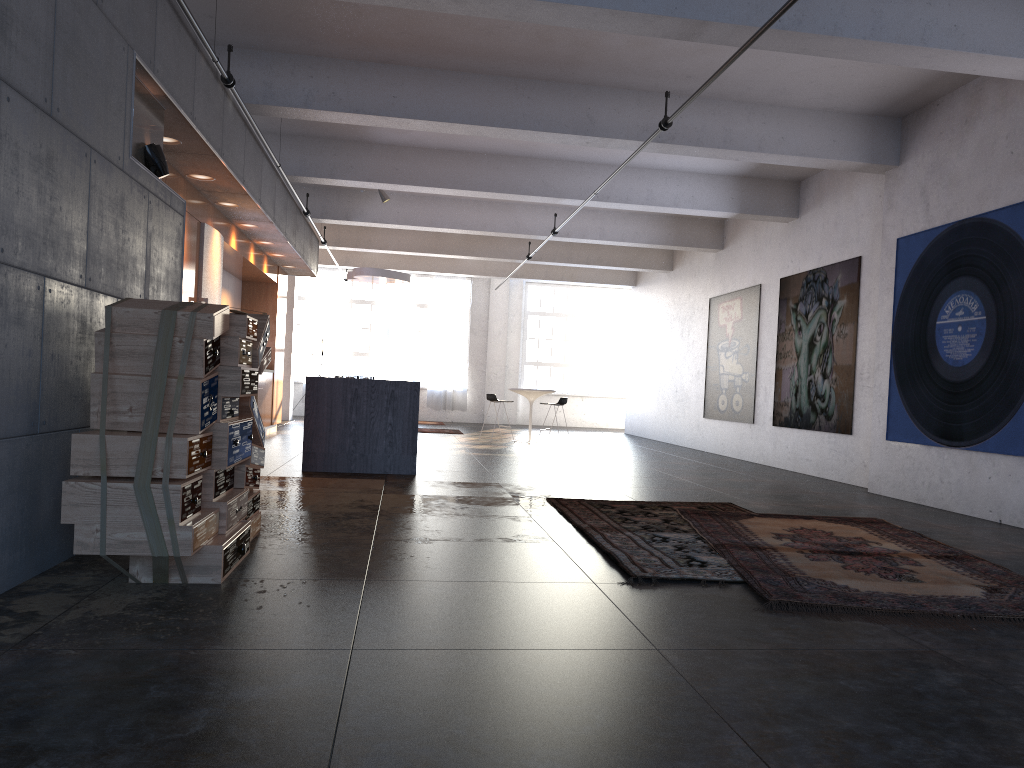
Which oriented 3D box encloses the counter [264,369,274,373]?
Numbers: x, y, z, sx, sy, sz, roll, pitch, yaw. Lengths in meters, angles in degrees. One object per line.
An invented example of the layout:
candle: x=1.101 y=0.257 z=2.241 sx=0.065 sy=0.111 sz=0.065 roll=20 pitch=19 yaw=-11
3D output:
counter: x=-4.336 y=-0.237 z=11.848 sx=1.617 sy=0.039 sz=4.431 roll=3 pitch=0 yaw=-7

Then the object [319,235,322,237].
object: x=-4.805 y=0.124 z=5.447 sx=0.947 sy=1.215 sz=13.209 roll=3 pitch=0 yaw=4

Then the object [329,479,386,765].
object: x=-2.542 y=1.014 z=9.173 sx=19.871 sy=0.001 sz=27.026 roll=3 pitch=0 yaw=-8

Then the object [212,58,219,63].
object: x=-3.968 y=-0.362 z=11.978 sx=0.063 sy=0.051 sz=0.052 roll=3 pitch=0 yaw=-16

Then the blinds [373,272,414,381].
blinds: x=-2.954 y=-1.242 z=22.456 sx=1.045 sy=3.698 sz=0.336 roll=3 pitch=1 yaw=-12

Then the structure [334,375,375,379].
structure: x=-2.006 y=-0.067 z=11.342 sx=0.515 sy=0.072 sz=0.636 roll=3 pitch=0 yaw=-8

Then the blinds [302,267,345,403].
blinds: x=-4.642 y=-1.314 z=22.186 sx=1.039 sy=3.675 sz=0.358 roll=3 pitch=1 yaw=-10

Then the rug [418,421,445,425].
rug: x=-3.214 y=0.892 z=21.434 sx=3.152 sy=0.009 sz=1.802 roll=3 pitch=0 yaw=-9

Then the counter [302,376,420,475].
counter: x=-1.932 y=0.432 z=12.305 sx=1.149 sy=0.971 sz=6.613 roll=3 pitch=0 yaw=-7

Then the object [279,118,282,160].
object: x=-3.948 y=-0.319 z=11.931 sx=0.050 sy=0.053 sz=0.065 roll=3 pitch=0 yaw=30

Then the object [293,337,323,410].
object: x=-4.509 y=-0.125 z=20.213 sx=1.188 sy=1.920 sz=1.048 roll=3 pitch=1 yaw=-8

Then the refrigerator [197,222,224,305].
refrigerator: x=-3.240 y=-0.516 z=9.278 sx=0.221 sy=2.191 sz=0.948 roll=3 pitch=1 yaw=-10

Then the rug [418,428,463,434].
rug: x=-2.463 y=0.899 z=17.837 sx=2.903 sy=0.029 sz=1.842 roll=3 pitch=0 yaw=-9

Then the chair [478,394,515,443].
chair: x=-0.250 y=0.625 z=15.420 sx=0.515 sy=0.895 sz=0.455 roll=2 pitch=1 yaw=-31

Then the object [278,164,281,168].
object: x=-3.989 y=-0.318 z=11.968 sx=0.052 sy=0.053 sz=0.062 roll=3 pitch=0 yaw=-1

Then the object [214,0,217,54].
object: x=-3.996 y=-0.365 z=11.844 sx=0.058 sy=0.060 sz=0.051 roll=3 pitch=0 yaw=26

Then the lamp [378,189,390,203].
lamp: x=-1.944 y=-2.881 z=13.388 sx=0.225 sy=0.287 sz=0.130 roll=3 pitch=1 yaw=-25

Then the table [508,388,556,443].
table: x=0.336 y=0.566 z=15.839 sx=0.833 sy=0.952 sz=0.823 roll=3 pitch=0 yaw=-8

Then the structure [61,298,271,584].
structure: x=-1.632 y=0.231 z=4.613 sx=0.642 sy=1.315 sz=1.901 roll=3 pitch=0 yaw=-7

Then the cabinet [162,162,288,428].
cabinet: x=-4.604 y=-0.671 z=11.045 sx=2.394 sy=2.563 sz=8.054 roll=3 pitch=0 yaw=-7

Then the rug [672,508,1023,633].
rug: x=2.066 y=1.043 z=5.505 sx=1.875 sy=0.048 sz=3.525 roll=3 pitch=0 yaw=2

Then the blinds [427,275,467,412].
blinds: x=-1.596 y=-1.181 z=22.686 sx=1.037 sy=3.752 sz=0.339 roll=3 pitch=1 yaw=-11

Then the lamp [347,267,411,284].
lamp: x=-2.349 y=-1.820 z=14.939 sx=1.057 sy=0.130 sz=1.029 roll=3 pitch=0 yaw=38

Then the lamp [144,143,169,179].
lamp: x=-2.308 y=-1.415 z=5.677 sx=0.215 sy=0.259 sz=0.168 roll=3 pitch=1 yaw=-27
